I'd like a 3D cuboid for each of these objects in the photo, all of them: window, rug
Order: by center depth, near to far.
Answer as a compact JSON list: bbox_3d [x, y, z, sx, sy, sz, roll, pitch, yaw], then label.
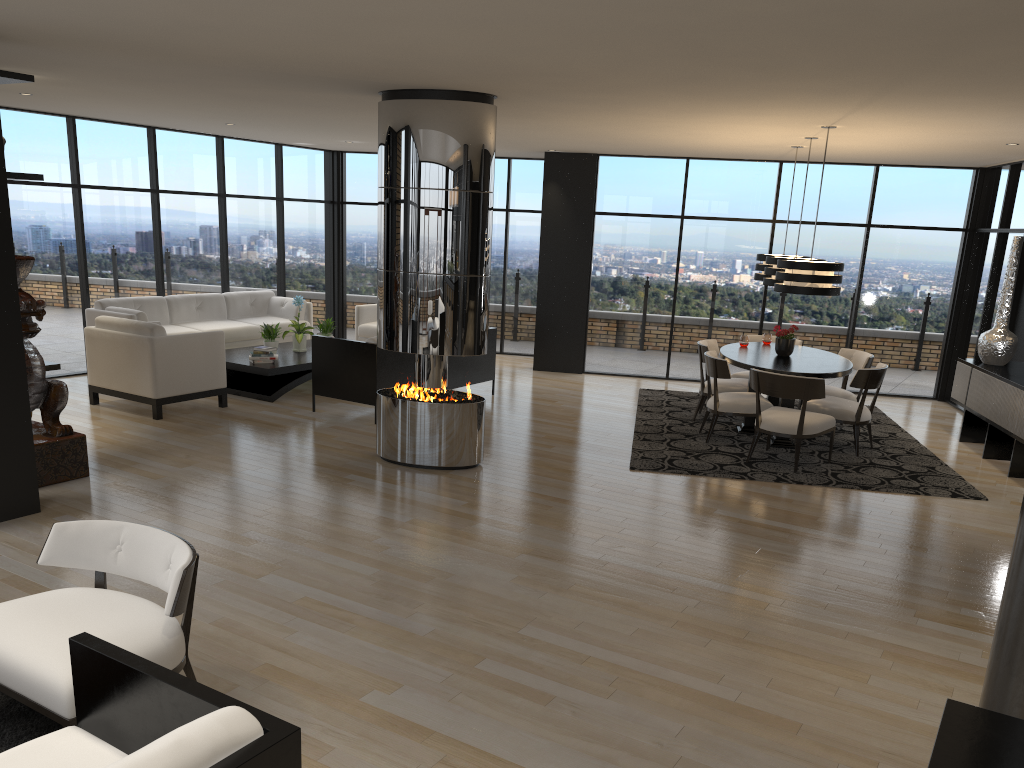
[{"bbox_3d":[-2.240,1.475,1.985,2.462,0.012,2.993,9,12,32],"label":"rug"},{"bbox_3d":[-1.427,-1.493,4.824,10.092,4.893,15.608,6,11,18],"label":"window"},{"bbox_3d":[2.590,0.475,8.701,2.713,0.011,3.648,4,11,8],"label":"rug"}]

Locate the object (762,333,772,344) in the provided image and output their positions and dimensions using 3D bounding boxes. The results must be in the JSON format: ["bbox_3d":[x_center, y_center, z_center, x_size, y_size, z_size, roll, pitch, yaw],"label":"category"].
[{"bbox_3d":[2.677,-0.472,9.255,0.095,0.108,0.093,-3,14,-24],"label":"object"}]

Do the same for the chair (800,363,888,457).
[{"bbox_3d":[3.026,0.205,8.040,0.610,0.824,0.635,13,17,36],"label":"chair"}]

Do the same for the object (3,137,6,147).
[{"bbox_3d":[-3.897,-1.855,6.543,0.244,0.557,0.239,-1,15,-14],"label":"object"}]

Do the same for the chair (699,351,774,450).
[{"bbox_3d":[2.047,0.139,8.139,0.616,0.824,0.628,3,13,2],"label":"chair"}]

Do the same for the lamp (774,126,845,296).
[{"bbox_3d":[2.520,-1.424,7.282,0.535,1.359,0.524,5,15,8],"label":"lamp"}]

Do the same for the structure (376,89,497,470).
[{"bbox_3d":[-0.603,-0.739,6.754,0.889,2.805,0.575,8,16,18],"label":"structure"}]

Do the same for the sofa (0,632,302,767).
[{"bbox_3d":[-1.386,1.199,1.475,0.831,0.821,2.005,10,13,31],"label":"sofa"}]

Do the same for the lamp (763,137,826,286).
[{"bbox_3d":[2.670,-1.574,8.137,0.535,1.359,0.524,5,15,8],"label":"lamp"}]

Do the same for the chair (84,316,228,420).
[{"bbox_3d":[-3.394,-0.212,8.468,0.993,0.875,0.843,10,15,30],"label":"chair"}]

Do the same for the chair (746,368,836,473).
[{"bbox_3d":[2.320,0.287,7.407,0.636,0.824,0.609,13,17,36],"label":"chair"}]

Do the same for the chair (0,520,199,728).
[{"bbox_3d":[-1.547,0.934,3.237,0.799,0.690,0.675,10,15,30],"label":"chair"}]

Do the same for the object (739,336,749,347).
[{"bbox_3d":[2.360,-0.434,8.964,0.095,0.108,0.093,7,14,19],"label":"object"}]

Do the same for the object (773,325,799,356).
[{"bbox_3d":[2.594,-0.418,8.408,0.228,0.305,0.232,5,14,11],"label":"object"}]

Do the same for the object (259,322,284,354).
[{"bbox_3d":[-2.636,-0.501,9.639,0.284,0.378,0.210,1,14,-5],"label":"object"}]

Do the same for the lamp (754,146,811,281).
[{"bbox_3d":[2.820,-1.724,8.992,0.535,1.359,0.524,5,15,8],"label":"lamp"}]

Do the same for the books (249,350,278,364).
[{"bbox_3d":[-2.582,-0.290,9.186,0.307,0.129,0.219,-1,12,-20],"label":"books"}]

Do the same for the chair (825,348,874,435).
[{"bbox_3d":[3.195,0.075,8.794,0.616,0.824,0.628,1,14,-5],"label":"chair"}]

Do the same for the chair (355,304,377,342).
[{"bbox_3d":[-1.418,-0.686,11.565,0.993,0.875,0.843,10,15,30],"label":"chair"}]

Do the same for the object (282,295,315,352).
[{"bbox_3d":[-2.379,-0.681,9.939,0.353,0.645,0.364,-9,18,-38],"label":"object"}]

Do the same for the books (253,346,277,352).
[{"bbox_3d":[-2.562,-0.365,9.167,0.184,0.027,0.152,7,11,22],"label":"books"}]

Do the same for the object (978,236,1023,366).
[{"bbox_3d":[4.720,-0.790,8.436,0.342,1.236,0.336,7,16,17],"label":"object"}]

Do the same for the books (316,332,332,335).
[{"bbox_3d":[-2.286,-0.559,10.720,0.223,0.129,0.301,3,11,-1],"label":"books"}]

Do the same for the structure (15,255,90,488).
[{"bbox_3d":[-3.402,-0.144,6.024,0.725,1.630,0.509,11,17,30],"label":"structure"}]

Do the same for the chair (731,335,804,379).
[{"bbox_3d":[2.741,-0.087,9.551,0.638,0.824,0.607,10,15,29],"label":"chair"}]

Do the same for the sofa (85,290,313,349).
[{"bbox_3d":[-3.650,-0.632,10.682,0.848,0.874,2.659,11,13,31],"label":"sofa"}]

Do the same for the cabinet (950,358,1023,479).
[{"bbox_3d":[4.608,0.320,7.946,0.609,0.783,2.193,5,11,9],"label":"cabinet"}]

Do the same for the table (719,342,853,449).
[{"bbox_3d":[2.584,0.109,8.542,1.207,0.786,2.065,5,11,10],"label":"table"}]

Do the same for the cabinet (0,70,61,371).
[{"bbox_3d":[-4.937,-0.985,6.943,2.640,2.803,1.168,11,16,31],"label":"cabinet"}]

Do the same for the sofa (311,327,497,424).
[{"bbox_3d":[-1.069,-0.201,9.170,0.831,0.821,2.005,10,13,31],"label":"sofa"}]

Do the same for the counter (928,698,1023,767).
[{"bbox_3d":[0.490,0.872,0.064,1.170,0.032,3.073,9,12,31],"label":"counter"}]

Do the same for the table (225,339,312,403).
[{"bbox_3d":[-2.446,-0.189,10.012,1.254,0.359,2.005,9,12,31],"label":"table"}]

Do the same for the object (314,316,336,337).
[{"bbox_3d":[-2.181,-0.606,10.331,0.284,0.378,0.210,5,14,9],"label":"object"}]

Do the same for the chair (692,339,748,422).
[{"bbox_3d":[2.156,-0.008,8.967,0.614,0.824,0.631,7,14,18],"label":"chair"}]
